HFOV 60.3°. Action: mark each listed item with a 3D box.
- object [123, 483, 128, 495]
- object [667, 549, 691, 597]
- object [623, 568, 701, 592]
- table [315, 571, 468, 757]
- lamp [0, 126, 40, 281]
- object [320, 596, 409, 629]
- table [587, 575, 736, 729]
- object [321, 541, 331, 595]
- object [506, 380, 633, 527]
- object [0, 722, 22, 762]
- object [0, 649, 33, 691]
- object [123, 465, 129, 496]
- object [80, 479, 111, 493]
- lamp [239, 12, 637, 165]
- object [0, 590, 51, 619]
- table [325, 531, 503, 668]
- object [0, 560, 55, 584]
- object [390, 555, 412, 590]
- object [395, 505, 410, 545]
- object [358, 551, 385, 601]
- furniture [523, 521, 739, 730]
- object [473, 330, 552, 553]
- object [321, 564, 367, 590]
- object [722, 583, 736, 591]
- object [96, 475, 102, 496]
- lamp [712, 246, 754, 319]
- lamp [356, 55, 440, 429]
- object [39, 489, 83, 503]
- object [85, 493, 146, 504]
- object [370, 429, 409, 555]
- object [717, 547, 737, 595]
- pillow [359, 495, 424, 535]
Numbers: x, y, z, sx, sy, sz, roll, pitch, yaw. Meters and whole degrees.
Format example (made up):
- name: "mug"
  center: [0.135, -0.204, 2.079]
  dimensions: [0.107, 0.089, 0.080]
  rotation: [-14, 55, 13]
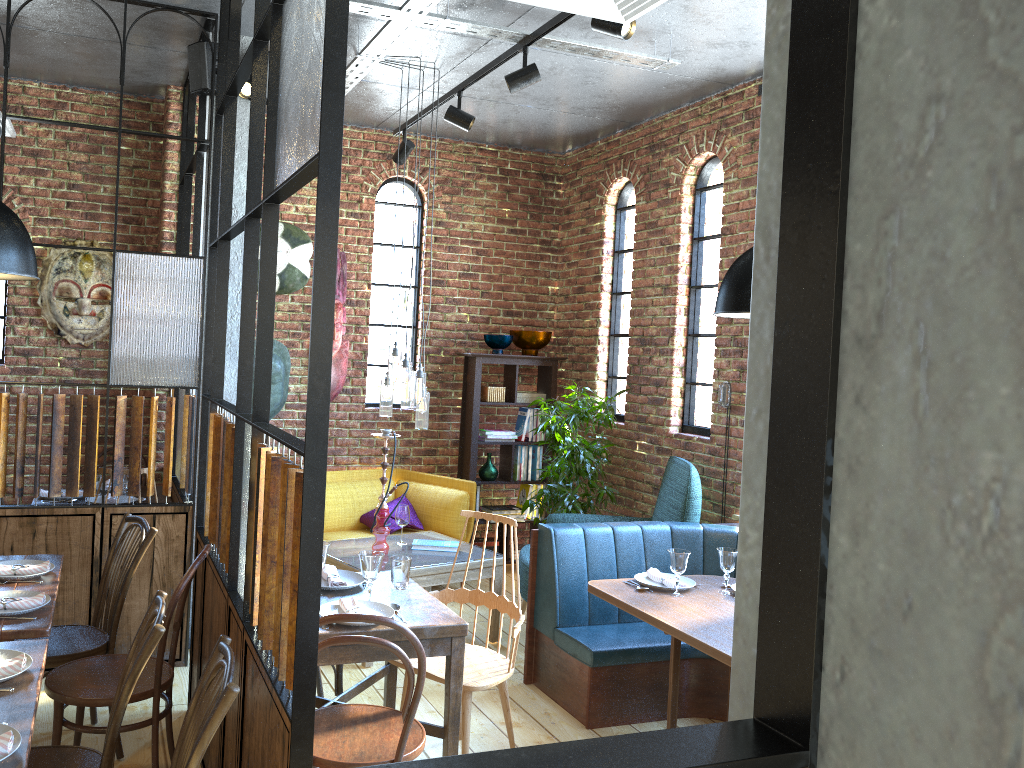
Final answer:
- name: "object"
  center: [-2.309, 0.598, 5.282]
  dimensions: [0.086, 0.119, 0.083]
  rotation: [3, 1, 8]
- name: "object"
  center: [0.718, 0.819, 3.815]
  dimensions: [0.099, 0.191, 0.097]
  rotation: [3, 1, 6]
- name: "object"
  center: [0.673, 0.882, 3.973]
  dimensions: [0.316, 0.051, 0.277]
  rotation: [2, 2, -19]
- name: "table"
  center: [-0.669, 1.164, 3.292]
  dimensions: [0.726, 0.727, 0.776]
  rotation: [2, 1, -23]
- name: "lamp"
  center: [-1.934, -1.053, 3.128]
  dimensions: [0.521, 1.326, 0.537]
  rotation: [3, 1, -11]
- name: "object"
  center: [-0.526, 0.789, 3.073]
  dimensions: [0.316, 0.051, 0.277]
  rotation: [2, 2, -19]
- name: "table"
  center: [1.008, 1.272, 3.415]
  dimensions: [0.796, 0.660, 1.592]
  rotation: [2, 2, -24]
- name: "object"
  center: [-0.742, 0.699, 3.341]
  dimensions: [0.103, 0.191, 0.094]
  rotation: [4, 1, 42]
- name: "object"
  center: [0.394, 0.727, 6.031]
  dimensions: [0.691, 1.528, 0.900]
  rotation: [2, 1, -44]
- name: "object"
  center: [-1.228, 0.793, 1.945]
  dimensions: [0.262, 0.051, 0.334]
  rotation: [2, 2, -20]
- name: "object"
  center: [-1.462, 0.766, 2.420]
  dimensions: [0.262, 0.051, 0.334]
  rotation: [2, 2, -20]
- name: "object"
  center: [-2.243, 0.571, 5.113]
  dimensions: [0.098, 0.191, 0.099]
  rotation: [3, 1, -3]
- name: "object"
  center: [-2.478, 0.622, 5.381]
  dimensions: [0.316, 0.051, 0.277]
  rotation: [2, 2, -19]
- name: "lamp"
  center: [-2.167, -1.556, 2.074]
  dimensions: [6.059, 0.274, 7.471]
  rotation: [2, 2, -23]
- name: "object"
  center: [-1.719, 0.735, 3.008]
  dimensions: [0.262, 0.051, 0.334]
  rotation: [2, 2, -20]
- name: "table"
  center: [-0.645, 1.216, 5.130]
  dimensions: [0.893, 0.508, 0.785]
  rotation: [2, 2, -38]
- name: "object"
  center: [-1.927, 0.712, 3.435]
  dimensions: [0.262, 0.051, 0.334]
  rotation: [2, 2, -20]
- name: "object"
  center: [-0.441, 0.745, 3.478]
  dimensions: [0.081, 0.119, 0.088]
  rotation: [2, 1, -34]
- name: "object"
  center: [-0.657, 0.842, 5.276]
  dimensions: [0.093, 0.228, 0.088]
  rotation: [3, 1, 15]
- name: "object"
  center: [-0.518, 0.714, 3.216]
  dimensions: [0.102, 0.191, 0.095]
  rotation: [3, 1, 24]
- name: "furniture"
  center: [1.262, 1.200, 3.501]
  dimensions: [1.320, 0.822, 2.701]
  rotation: [2, 2, -24]
- name: "object"
  center: [-0.019, 0.465, 6.802]
  dimensions: [0.586, 1.760, 0.340]
  rotation: [2, 1, -28]
- name: "object"
  center: [-0.732, 0.766, 3.487]
  dimensions: [0.316, 0.051, 0.277]
  rotation: [2, 2, -19]
- name: "object"
  center: [1.097, 0.905, 3.884]
  dimensions: [0.262, 0.051, 0.334]
  rotation: [2, 2, -20]
- name: "object"
  center: [-2.442, 0.596, 5.152]
  dimensions: [0.086, 0.119, 0.083]
  rotation: [3, 1, 8]
- name: "lamp"
  center: [1.082, -0.919, 3.388]
  dimensions: [0.525, 1.326, 0.533]
  rotation: [3, 1, -6]
- name: "lamp"
  center: [-0.692, -0.802, 5.116]
  dimensions: [0.506, 2.119, 0.287]
  rotation: [3, 1, 3]
- name: "object"
  center: [-2.579, 0.628, 5.046]
  dimensions: [0.262, 0.051, 0.334]
  rotation: [2, 2, -20]
- name: "object"
  center: [-2.233, 0.647, 4.964]
  dimensions: [0.316, 0.051, 0.277]
  rotation: [2, 2, -19]
- name: "object"
  center: [-0.704, 0.613, 4.954]
  dimensions: [0.162, 0.704, 0.271]
  rotation: [2, 1, -32]
- name: "object"
  center: [0.950, 0.827, 3.893]
  dimensions: [0.099, 0.191, 0.097]
  rotation: [3, 1, 6]
- name: "pillow"
  center: [-1.287, 0.830, 5.966]
  dimensions: [1.430, 0.453, 0.418]
  rotation: [2, 2, -34]
